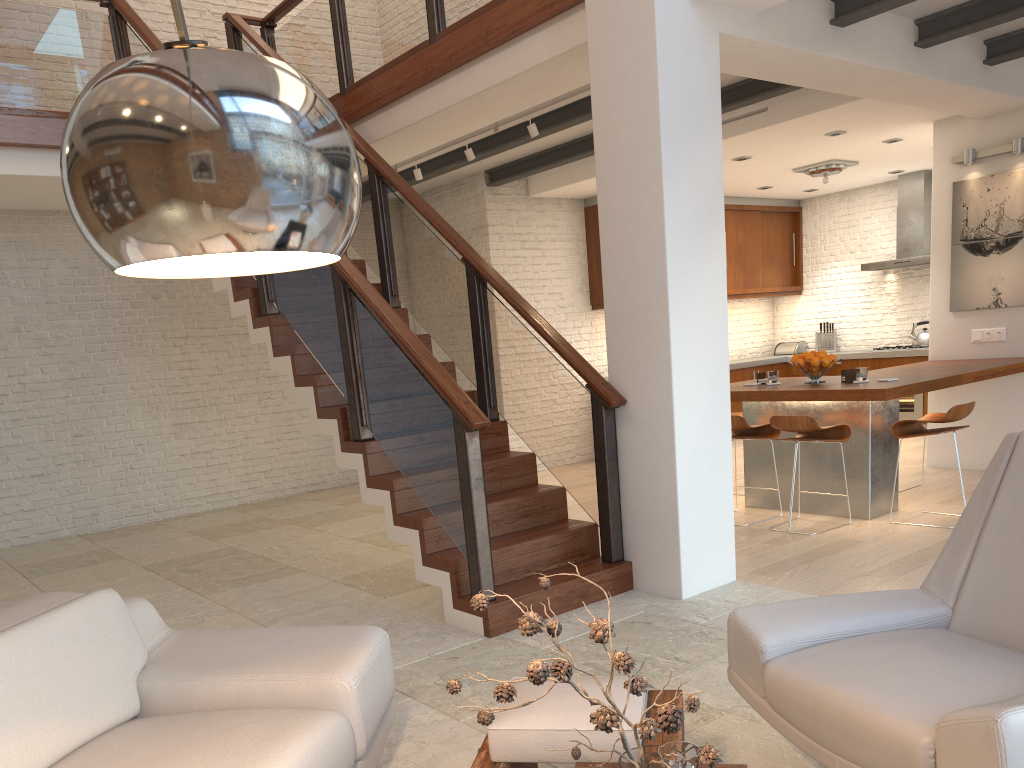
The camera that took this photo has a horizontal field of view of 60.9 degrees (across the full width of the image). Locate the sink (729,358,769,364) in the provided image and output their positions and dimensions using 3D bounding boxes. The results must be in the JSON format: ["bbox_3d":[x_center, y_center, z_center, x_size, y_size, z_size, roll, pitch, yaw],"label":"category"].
[{"bbox_3d":[2.717,-0.366,10.724,0.843,0.441,0.512,-9,8,-37],"label":"sink"}]

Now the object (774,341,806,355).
[{"bbox_3d":[3.633,-0.468,11.395,0.246,0.164,0.342,-10,6,-38],"label":"object"}]

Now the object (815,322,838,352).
[{"bbox_3d":[3.967,-0.590,11.014,0.065,0.386,0.318,-15,13,-38],"label":"object"}]

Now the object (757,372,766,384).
[{"bbox_3d":[1.900,-0.044,6.492,0.092,0.084,0.113,-11,8,-38],"label":"object"}]

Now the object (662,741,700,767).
[{"bbox_3d":[0.369,0.844,1.915,0.091,0.087,0.088,-4,8,11],"label":"object"}]

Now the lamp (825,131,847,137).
[{"bbox_3d":[2.643,-2.063,7.118,0.121,0.057,0.123,-9,6,-38],"label":"lamp"}]

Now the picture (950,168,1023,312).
[{"bbox_3d":[3.784,-1.114,6.848,0.020,1.045,0.647,-15,14,-38],"label":"picture"}]

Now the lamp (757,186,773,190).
[{"bbox_3d":[2.813,-2.199,9.694,0.121,0.057,0.123,-9,6,-38],"label":"lamp"}]

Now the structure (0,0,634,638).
[{"bbox_3d":[0.694,-1.010,5.044,13.617,4.259,10.073,-8,5,-38],"label":"structure"}]

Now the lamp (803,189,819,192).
[{"bbox_3d":[3.507,-2.287,10.220,0.121,0.057,0.123,-9,6,-38],"label":"lamp"}]

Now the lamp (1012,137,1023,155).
[{"bbox_3d":[3.792,-1.781,6.528,0.079,0.107,0.077,-7,9,-10],"label":"lamp"}]

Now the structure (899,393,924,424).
[{"bbox_3d":[4.536,0.146,10.090,0.491,0.594,0.663,-12,10,-38],"label":"structure"}]

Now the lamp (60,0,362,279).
[{"bbox_3d":[-0.263,0.234,0.246,0.320,2.416,1.972,-5,9,-2],"label":"lamp"}]

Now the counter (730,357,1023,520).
[{"bbox_3d":[2.725,0.386,6.697,2.453,0.946,1.672,-8,6,-37],"label":"counter"}]

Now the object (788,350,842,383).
[{"bbox_3d":[2.143,-0.123,6.166,0.367,0.228,0.353,-3,6,17],"label":"object"}]

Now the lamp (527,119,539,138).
[{"bbox_3d":[0.144,-1.751,5.987,0.084,0.133,0.060,-12,13,-35],"label":"lamp"}]

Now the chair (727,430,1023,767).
[{"bbox_3d":[1.271,0.681,2.416,0.963,1.045,1.007,-8,8,-21],"label":"chair"}]

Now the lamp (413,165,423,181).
[{"bbox_3d":[-0.768,-1.721,7.121,0.059,0.133,0.083,-1,11,22],"label":"lamp"}]

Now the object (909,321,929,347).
[{"bbox_3d":[4.607,-0.566,9.725,0.261,0.283,0.257,-7,8,-16],"label":"object"}]

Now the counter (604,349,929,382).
[{"bbox_3d":[3.333,-0.230,9.415,3.276,0.072,3.495,-7,3,-38],"label":"counter"}]

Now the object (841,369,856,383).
[{"bbox_3d":[2.315,-0.057,5.965,0.094,0.084,0.111,-4,6,7],"label":"object"}]

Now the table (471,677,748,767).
[{"bbox_3d":[0.521,1.083,1.468,1.975,0.441,2.145,-4,3,13],"label":"table"}]

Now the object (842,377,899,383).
[{"bbox_3d":[2.365,-0.032,5.846,0.195,0.036,0.392,-7,3,-34],"label":"object"}]

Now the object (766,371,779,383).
[{"bbox_3d":[1.899,-0.050,6.344,0.089,0.087,0.090,-12,10,-40],"label":"object"}]

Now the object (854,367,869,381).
[{"bbox_3d":[2.333,-0.065,5.821,0.090,0.087,0.089,-8,8,-23],"label":"object"}]

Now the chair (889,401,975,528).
[{"bbox_3d":[2.755,0.510,5.651,0.397,0.798,0.417,-13,13,-37],"label":"chair"}]

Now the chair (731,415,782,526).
[{"bbox_3d":[1.625,0.586,6.220,0.414,0.798,0.399,-13,13,-37],"label":"chair"}]

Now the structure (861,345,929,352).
[{"bbox_3d":[4.544,-0.419,10.009,0.579,0.033,0.805,-7,3,-38],"label":"structure"}]

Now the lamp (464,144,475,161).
[{"bbox_3d":[-0.318,-1.736,6.563,0.084,0.133,0.060,-12,13,-35],"label":"lamp"}]

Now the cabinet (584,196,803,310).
[{"bbox_3d":[2.262,-1.568,10.292,3.285,1.200,0.455,-8,11,-37],"label":"cabinet"}]

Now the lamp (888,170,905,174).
[{"bbox_3d":[4.150,-2.308,9.418,0.121,0.057,0.123,-9,6,-38],"label":"lamp"}]

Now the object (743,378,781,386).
[{"bbox_3d":[1.884,-0.016,6.433,0.202,0.036,0.285,-8,4,-38],"label":"object"}]

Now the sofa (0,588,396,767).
[{"bbox_3d":[-1.164,1.048,1.926,1.146,0.776,2.266,-4,4,12],"label":"sofa"}]

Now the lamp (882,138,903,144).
[{"bbox_3d":[3.339,-2.151,7.645,0.121,0.057,0.123,-9,6,-38],"label":"lamp"}]

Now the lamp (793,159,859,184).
[{"bbox_3d":[3.110,-2.077,8.647,0.442,0.175,0.446,-8,5,-38],"label":"lamp"}]

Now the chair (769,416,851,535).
[{"bbox_3d":[1.959,0.575,5.803,0.414,0.798,0.399,-13,13,-37],"label":"chair"}]

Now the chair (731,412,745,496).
[{"bbox_3d":[1.698,0.545,6.971,0.397,0.798,0.417,-13,13,-37],"label":"chair"}]

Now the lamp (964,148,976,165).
[{"bbox_3d":[3.572,-1.774,6.804,0.079,0.107,0.077,-7,9,-10],"label":"lamp"}]

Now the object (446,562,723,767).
[{"bbox_3d":[0.124,0.629,1.564,0.543,0.625,0.306,-2,11,22],"label":"object"}]

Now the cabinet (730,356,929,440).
[{"bbox_3d":[3.401,-0.792,9.726,4.792,2.918,2.196,-4,9,16],"label":"cabinet"}]

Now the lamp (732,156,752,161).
[{"bbox_3d":[2.067,-2.045,7.837,0.121,0.057,0.123,-9,6,-38],"label":"lamp"}]

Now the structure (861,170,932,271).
[{"bbox_3d":[4.478,-1.833,9.732,0.449,1.021,0.976,-14,11,-38],"label":"structure"}]
